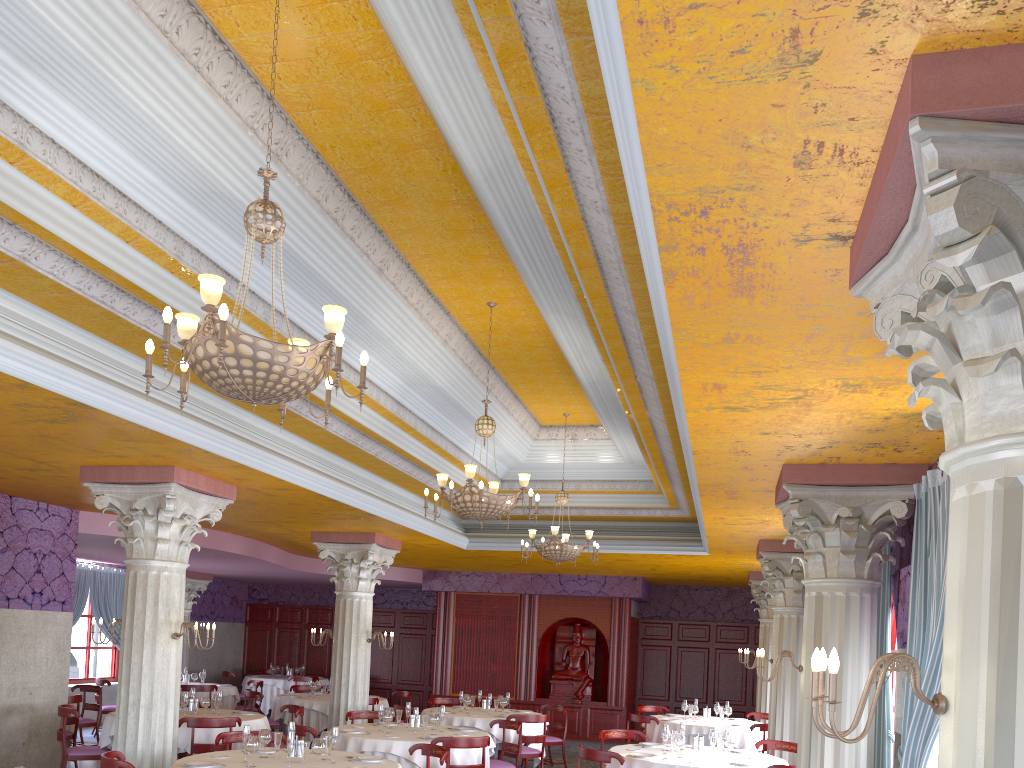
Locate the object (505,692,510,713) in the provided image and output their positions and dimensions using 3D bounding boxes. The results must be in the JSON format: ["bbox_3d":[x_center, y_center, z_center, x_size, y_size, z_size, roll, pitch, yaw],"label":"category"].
[{"bbox_3d":[-0.072,5.198,13.963,0.075,0.330,0.074,5,-3,-39],"label":"object"}]

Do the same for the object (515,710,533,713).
[{"bbox_3d":[0.201,5.454,14.264,0.313,0.023,0.326,4,-17,-5],"label":"object"}]

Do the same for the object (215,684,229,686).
[{"bbox_3d":[-5.758,6.010,17.085,0.313,0.023,0.326,-1,-17,14],"label":"object"}]

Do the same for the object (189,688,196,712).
[{"bbox_3d":[-4.384,4.336,11.759,0.075,0.330,0.074,5,-3,-39],"label":"object"}]

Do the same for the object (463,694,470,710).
[{"bbox_3d":[-0.754,5.249,14.125,0.122,0.259,0.125,2,-5,6],"label":"object"}]

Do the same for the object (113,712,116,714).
[{"bbox_3d":[-4.953,4.232,10.984,0.313,0.023,0.326,-1,-17,14],"label":"object"}]

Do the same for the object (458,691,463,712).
[{"bbox_3d":[-0.819,5.107,13.778,0.075,0.330,0.074,5,-3,-39],"label":"object"}]

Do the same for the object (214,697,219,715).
[{"bbox_3d":[-3.994,4.351,11.582,0.086,0.233,0.087,3,-4,-6],"label":"object"}]

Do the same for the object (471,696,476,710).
[{"bbox_3d":[-0.647,5.280,14.170,0.086,0.233,0.087,0,-5,39],"label":"object"}]

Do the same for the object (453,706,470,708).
[{"bbox_3d":[-0.851,5.481,14.522,0.319,0.023,0.320,14,-20,-34],"label":"object"}]

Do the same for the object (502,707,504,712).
[{"bbox_3d":[-0.148,5.274,14.068,0.085,0.233,0.087,2,-4,17],"label":"object"}]

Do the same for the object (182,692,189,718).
[{"bbox_3d":[-4.199,4.122,11.012,0.075,0.330,0.074,5,-3,-39],"label":"object"}]

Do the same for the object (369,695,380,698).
[{"bbox_3d":[-2.615,5.811,15.913,0.313,0.023,0.326,-1,-17,14],"label":"object"}]

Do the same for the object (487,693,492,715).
[{"bbox_3d":[-0.353,5.046,13.497,0.075,0.330,0.074,5,-3,-39],"label":"object"}]

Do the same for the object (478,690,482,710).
[{"bbox_3d":[-0.538,5.259,14.244,0.075,0.330,0.074,5,-3,-39],"label":"object"}]

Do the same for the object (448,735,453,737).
[{"bbox_3d":[-0.695,4.183,10.131,0.055,0.019,0.264,10,-18,-24],"label":"object"}]

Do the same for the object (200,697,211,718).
[{"bbox_3d":[-3.986,4.203,11.129,0.122,0.259,0.125,0,-5,28],"label":"object"}]

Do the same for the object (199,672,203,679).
[{"bbox_3d":[-6.152,5.847,16.998,0.122,0.259,0.125,2,-5,6],"label":"object"}]

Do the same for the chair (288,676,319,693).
[{"bbox_3d":[-4.931,7.368,20.031,0.757,1.071,0.654,7,-7,-30],"label":"chair"}]

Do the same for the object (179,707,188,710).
[{"bbox_3d":[-4.697,4.557,12.036,0.313,0.023,0.326,-1,-17,14],"label":"object"}]

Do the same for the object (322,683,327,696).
[{"bbox_3d":[-3.463,5.637,15.819,0.086,0.233,0.087,3,-4,-6],"label":"object"}]

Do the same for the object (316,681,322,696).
[{"bbox_3d":[-3.571,5.606,15.775,0.122,0.259,0.125,0,-5,28],"label":"object"}]

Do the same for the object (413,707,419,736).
[{"bbox_3d":[-1.154,4.049,10.279,0.075,0.330,0.074,5,-3,-39],"label":"object"}]

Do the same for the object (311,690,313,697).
[{"bbox_3d":[-3.564,5.484,15.321,0.086,0.233,0.087,3,-4,-6],"label":"object"}]

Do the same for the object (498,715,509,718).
[{"bbox_3d":[-0.055,5.129,13.211,0.313,0.023,0.326,-1,-17,14],"label":"object"}]

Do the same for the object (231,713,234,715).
[{"bbox_3d":[-3.798,4.491,11.646,0.030,0.010,0.142,10,-18,-26],"label":"object"}]

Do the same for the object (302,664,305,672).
[{"bbox_3d":[-5.162,7.107,21.191,0.074,0.330,0.075,3,-2,6],"label":"object"}]

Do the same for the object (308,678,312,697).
[{"bbox_3d":[-3.635,5.464,15.428,0.075,0.330,0.074,5,-3,-39],"label":"object"}]

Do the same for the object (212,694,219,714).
[{"bbox_3d":[-4.038,4.368,11.691,0.122,0.259,0.125,0,-5,28],"label":"object"}]

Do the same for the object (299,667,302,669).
[{"bbox_3d":[-5.282,7.200,21.405,0.124,0.259,0.123,6,-6,-39],"label":"object"}]

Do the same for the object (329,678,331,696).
[{"bbox_3d":[-3.355,5.616,15.894,0.075,0.330,0.074,5,-3,-39],"label":"object"}]

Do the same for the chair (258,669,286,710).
[{"bbox_3d":[-6.192,7.933,22.131,0.757,1.071,0.654,7,-7,-30],"label":"chair"}]

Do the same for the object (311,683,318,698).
[{"bbox_3d":[-3.519,5.441,15.213,0.122,0.259,0.125,0,-5,28],"label":"object"}]

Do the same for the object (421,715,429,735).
[{"bbox_3d":[-1.050,4.124,10.351,0.086,0.233,0.087,0,-5,39],"label":"object"}]

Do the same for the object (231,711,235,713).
[{"bbox_3d":[-3.783,4.574,11.939,0.260,0.019,0.056,11,-17,-26],"label":"object"}]

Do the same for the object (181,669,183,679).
[{"bbox_3d":[-6.312,5.601,16.318,0.074,0.330,0.075,3,-2,6],"label":"object"}]

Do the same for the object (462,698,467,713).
[{"bbox_3d":[-0.748,5.127,13.671,0.086,0.233,0.087,3,-4,-6],"label":"object"}]

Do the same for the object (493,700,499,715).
[{"bbox_3d":[-0.249,5.121,13.569,0.086,0.233,0.087,0,-5,39],"label":"object"}]

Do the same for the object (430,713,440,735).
[{"bbox_3d":[-0.941,4.130,10.396,0.123,0.259,0.124,4,-5,-17],"label":"object"}]

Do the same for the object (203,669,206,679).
[{"bbox_3d":[-6.032,5.753,16.784,0.074,0.330,0.075,3,-2,6],"label":"object"}]

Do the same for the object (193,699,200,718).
[{"bbox_3d":[-4.095,4.197,11.083,0.086,0.233,0.087,0,-5,39],"label":"object"}]

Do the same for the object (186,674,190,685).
[{"bbox_3d":[-6.208,5.676,16.390,0.085,0.233,0.087,2,-4,17],"label":"object"}]

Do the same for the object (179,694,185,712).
[{"bbox_3d":[-4.493,4.357,11.684,0.086,0.233,0.086,5,-4,-28],"label":"object"}]

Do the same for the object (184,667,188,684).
[{"bbox_3d":[-6.498,5.815,17.065,0.074,0.330,0.075,3,-2,6],"label":"object"}]

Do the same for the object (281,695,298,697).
[{"bbox_3d":[-3.924,5.512,15.119,0.313,0.023,0.326,-1,-17,14],"label":"object"}]

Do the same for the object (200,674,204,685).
[{"bbox_3d":[-6.107,5.830,16.889,0.086,0.233,0.087,0,-5,39],"label":"object"}]

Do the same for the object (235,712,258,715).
[{"bbox_3d":[-3.645,4.531,11.778,0.313,0.023,0.326,-1,-17,14],"label":"object"}]

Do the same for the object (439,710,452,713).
[{"bbox_3d":[-1.107,5.155,13.469,0.313,0.023,0.326,-1,-17,14],"label":"object"}]

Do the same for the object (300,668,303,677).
[{"bbox_3d":[-5.238,7.183,21.296,0.086,0.233,0.087,3,-4,-6],"label":"object"}]

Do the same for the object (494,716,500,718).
[{"bbox_3d":[-0.223,5.104,13.135,0.028,0.013,0.238,10,-18,-28],"label":"object"}]

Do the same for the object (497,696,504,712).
[{"bbox_3d":[-0.192,5.291,14.177,0.122,0.259,0.125,2,-5,6],"label":"object"}]

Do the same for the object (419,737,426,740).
[{"bbox_3d":[-1.024,4.108,9.917,0.028,0.013,0.238,10,-18,-28],"label":"object"}]

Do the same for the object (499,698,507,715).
[{"bbox_3d":[-0.140,5.126,13.614,0.122,0.259,0.125,2,-5,6],"label":"object"}]

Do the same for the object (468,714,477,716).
[{"bbox_3d":[-0.603,5.115,13.226,0.158,0.009,0.165,-1,-17,14],"label":"object"}]

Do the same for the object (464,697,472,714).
[{"bbox_3d":[-0.702,5.084,13.563,0.122,0.259,0.125,2,-5,6],"label":"object"}]

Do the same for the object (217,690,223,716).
[{"bbox_3d":[-3.918,4.274,11.478,0.075,0.330,0.074,5,-3,-39],"label":"object"}]

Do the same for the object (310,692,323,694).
[{"bbox_3d":[-3.667,5.838,16.171,0.313,0.023,0.326,-1,-17,14],"label":"object"}]

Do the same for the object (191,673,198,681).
[{"bbox_3d":[-6.100,5.682,16.435,0.122,0.259,0.125,0,-5,28],"label":"object"}]
